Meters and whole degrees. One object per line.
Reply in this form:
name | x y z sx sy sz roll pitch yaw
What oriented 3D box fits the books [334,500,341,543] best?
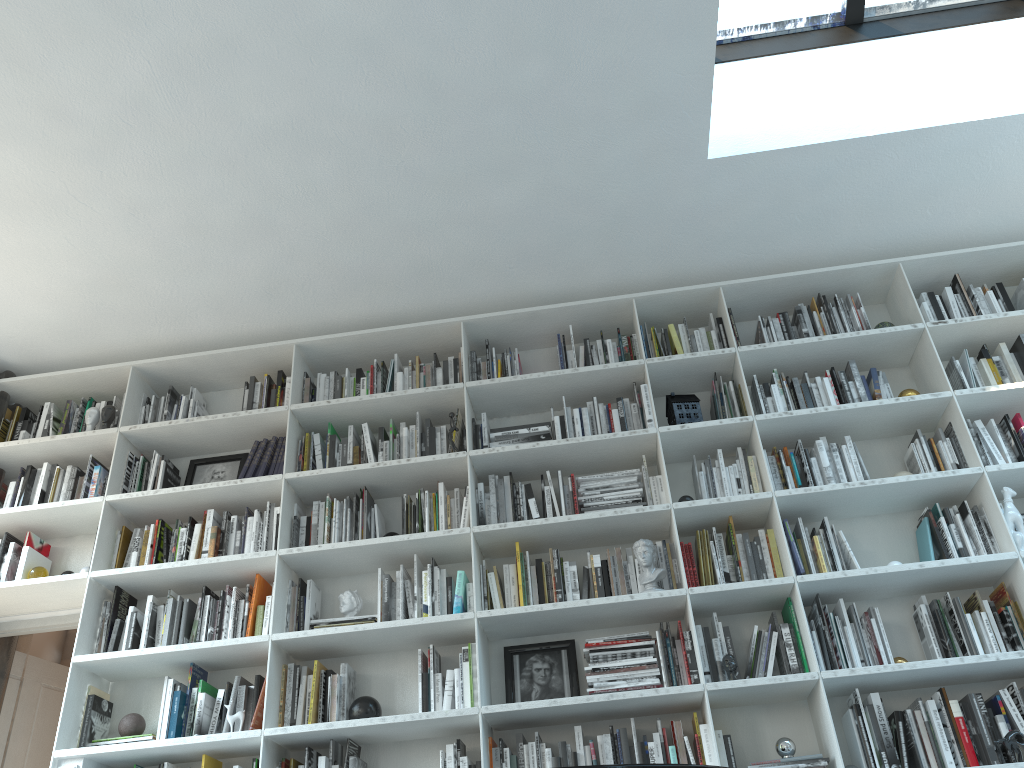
books | -0.766 0.678 3.998 0.012 0.250 0.185 -7 -33 4

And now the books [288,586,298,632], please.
books | -0.927 1.019 3.833 0.024 0.256 0.134 -7 -33 4

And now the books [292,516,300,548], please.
books | -0.957 0.729 4.011 0.015 0.206 0.187 -7 -33 4

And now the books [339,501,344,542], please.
books | -0.752 0.686 4.020 0.010 0.260 0.170 -7 -33 4

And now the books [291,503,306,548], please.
books | -0.970 0.708 4.047 0.012 0.283 0.160 -7 -33 4

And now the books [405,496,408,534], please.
books | -0.459 0.648 3.982 0.005 0.239 0.174 -7 -33 4

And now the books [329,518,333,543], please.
books | -0.788 0.721 4.002 0.029 0.185 0.150 -7 -33 4

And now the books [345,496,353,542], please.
books | -0.724 0.669 4.014 0.011 0.277 0.170 -7 -33 4

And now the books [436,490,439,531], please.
books | -0.318 0.628 3.980 0.006 0.251 0.181 -7 -33 4

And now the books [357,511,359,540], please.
books | -0.675 0.702 4.014 0.012 0.216 0.134 -7 -33 4

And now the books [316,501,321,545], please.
books | -0.856 0.687 4.022 0.012 0.274 0.158 -7 -33 4

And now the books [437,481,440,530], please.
books | -0.314 0.607 3.995 0.006 0.302 0.166 -7 -33 4

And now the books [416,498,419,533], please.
books | -0.406 0.646 3.963 0.006 0.215 0.182 -7 -33 4

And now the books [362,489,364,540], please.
books | -0.657 0.654 4.033 0.005 0.314 0.158 -7 -33 4

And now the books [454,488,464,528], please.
books | -0.230 0.616 3.975 0.022 0.256 0.156 -7 -33 4

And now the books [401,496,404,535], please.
books | -0.478 0.656 4.004 0.005 0.252 0.161 -7 -33 4

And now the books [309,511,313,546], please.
books | -0.890 0.713 4.024 0.012 0.238 0.135 -7 -33 4

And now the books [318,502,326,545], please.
books | -0.838 0.691 4.018 0.024 0.261 0.178 -7 -33 4

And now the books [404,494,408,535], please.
books | -0.469 0.650 4.015 0.012 0.274 0.130 -7 -33 4

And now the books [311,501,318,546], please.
books | -0.874 0.690 4.028 0.026 0.278 0.151 -7 -33 4

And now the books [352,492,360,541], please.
books | -0.692 0.658 4.013 0.011 0.290 0.177 -7 -33 4

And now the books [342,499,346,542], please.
books | -0.734 0.674 4.005 0.009 0.259 0.181 -7 -33 4

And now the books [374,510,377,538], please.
books | -0.604 0.692 4.001 0.004 0.208 0.132 -7 -33 4

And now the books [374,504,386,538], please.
books | -0.590 0.677 4.000 0.031 0.231 0.148 -7 -33 4

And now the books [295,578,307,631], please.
books | -0.909 1.010 3.857 0.011 0.296 0.136 -7 -33 4

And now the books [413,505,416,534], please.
books | -0.420 0.667 3.980 0.011 0.199 0.163 -7 -33 4

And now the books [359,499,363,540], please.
books | -0.665 0.671 4.008 0.010 0.260 0.159 -7 -33 4

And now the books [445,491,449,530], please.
books | -0.280 0.625 3.983 0.010 0.256 0.141 -7 -33 4

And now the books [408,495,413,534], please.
books | -0.442 0.642 3.972 0.005 0.235 0.179 -7 -33 4

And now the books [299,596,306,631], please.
books | -0.885 1.037 3.823 0.034 0.208 0.137 -7 -33 4

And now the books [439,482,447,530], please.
books | -0.298 0.612 3.986 0.022 0.283 0.191 -7 -33 4

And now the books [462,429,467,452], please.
books | -0.209 0.337 4.178 0.028 0.210 0.135 -7 -33 4

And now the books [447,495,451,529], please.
books | -0.268 0.637 3.978 0.011 0.228 0.166 -7 -33 4

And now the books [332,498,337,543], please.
books | -0.776 0.674 4.001 0.009 0.261 0.190 -7 -33 4

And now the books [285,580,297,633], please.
books | -0.945 1.013 3.847 0.012 0.283 0.160 -7 -33 4

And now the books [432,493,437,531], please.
books | -0.333 0.633 3.987 0.017 0.251 0.140 -7 -33 4

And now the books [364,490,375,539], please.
books | -0.637 0.650 4.003 0.011 0.285 0.190 -7 -33 4

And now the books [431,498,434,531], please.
books | -0.344 0.649 3.993 0.011 0.234 0.131 -7 -33 4

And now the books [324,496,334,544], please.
books | -0.813 0.674 4.015 0.010 0.282 0.185 -7 -33 4

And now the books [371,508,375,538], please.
books | -0.612 0.691 4.006 0.012 0.216 0.152 -7 -33 4

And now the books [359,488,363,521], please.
books | -0.672 0.651 4.031 0.004 0.319 0.154 -7 -33 4

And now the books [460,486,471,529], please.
books | -0.190 0.607 3.948 0.064 0.235 0.210 -7 -33 4

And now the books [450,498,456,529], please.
books | -0.250 0.641 3.973 0.024 0.215 0.142 -7 -33 4

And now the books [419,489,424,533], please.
books | -0.400 0.632 3.997 0.005 0.274 0.158 -7 -33 4

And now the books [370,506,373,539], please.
books | -0.622 0.688 4.017 0.009 0.235 0.135 -7 -33 4

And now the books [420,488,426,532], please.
books | -0.381 0.631 4.008 0.033 0.286 0.156 -7 -33 4

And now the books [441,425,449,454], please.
books | -0.307 0.336 4.187 0.025 0.235 0.153 -7 -33 4

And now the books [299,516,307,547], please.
books | -0.932 0.732 4.035 0.029 0.223 0.137 -7 -33 4

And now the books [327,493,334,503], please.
books | -0.821 0.673 4.043 0.011 0.315 0.155 -7 -33 4

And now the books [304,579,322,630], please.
books | -0.861 1.002 3.835 0.021 0.276 0.137 -7 -33 4

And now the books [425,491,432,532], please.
books | -0.361 0.627 3.966 0.013 0.242 0.190 -7 -33 4

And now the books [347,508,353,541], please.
books | -0.712 0.693 3.988 0.011 0.208 0.182 -7 -33 4

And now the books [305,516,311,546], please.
books | -0.906 0.731 4.031 0.024 0.218 0.141 -7 -33 4

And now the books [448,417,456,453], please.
books | -0.271 0.310 4.176 0.055 0.262 0.167 -7 -33 4

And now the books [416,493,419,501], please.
books | -0.412 0.643 4.004 0.009 0.265 0.150 -7 -33 4

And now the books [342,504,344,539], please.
books | -0.741 0.687 4.017 0.011 0.254 0.153 -7 -33 4

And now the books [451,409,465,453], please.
books | -0.258 0.292 4.185 0.058 0.301 0.176 -7 -33 4

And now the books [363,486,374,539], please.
books | -0.653 0.646 4.035 0.005 0.329 0.162 -7 -33 4
